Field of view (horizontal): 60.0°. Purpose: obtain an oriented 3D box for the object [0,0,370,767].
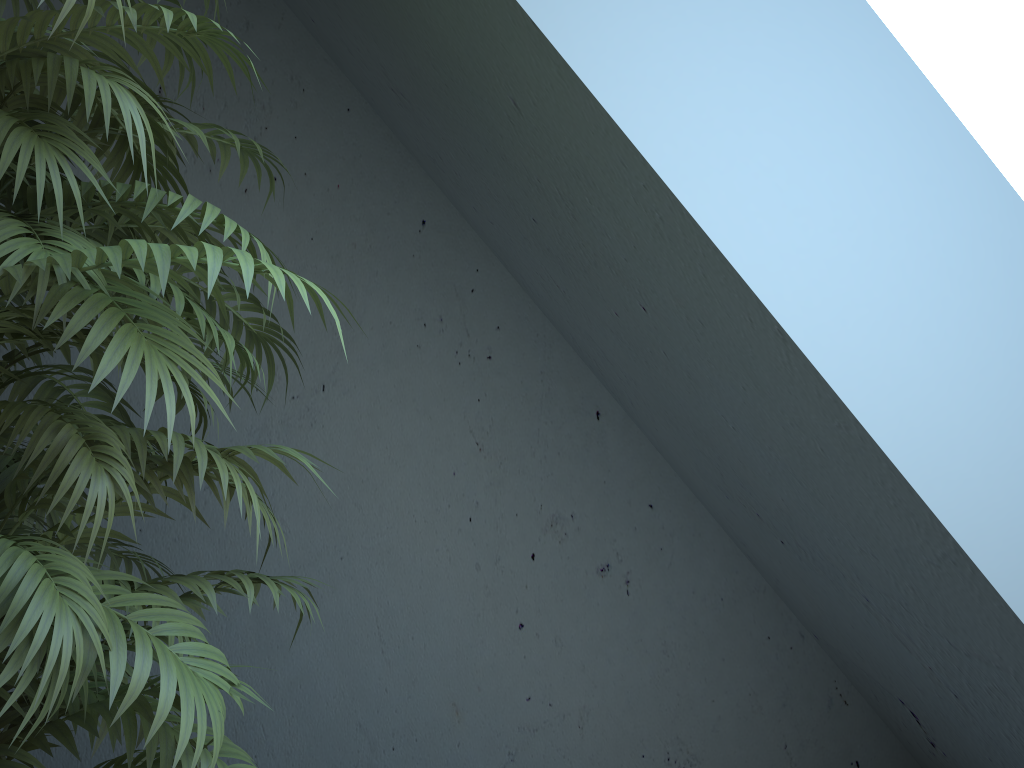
[{"bbox_3d":[-0.664,0.140,0.987,0.980,2.034,1.020,-4,-1,42],"label":"object"}]
